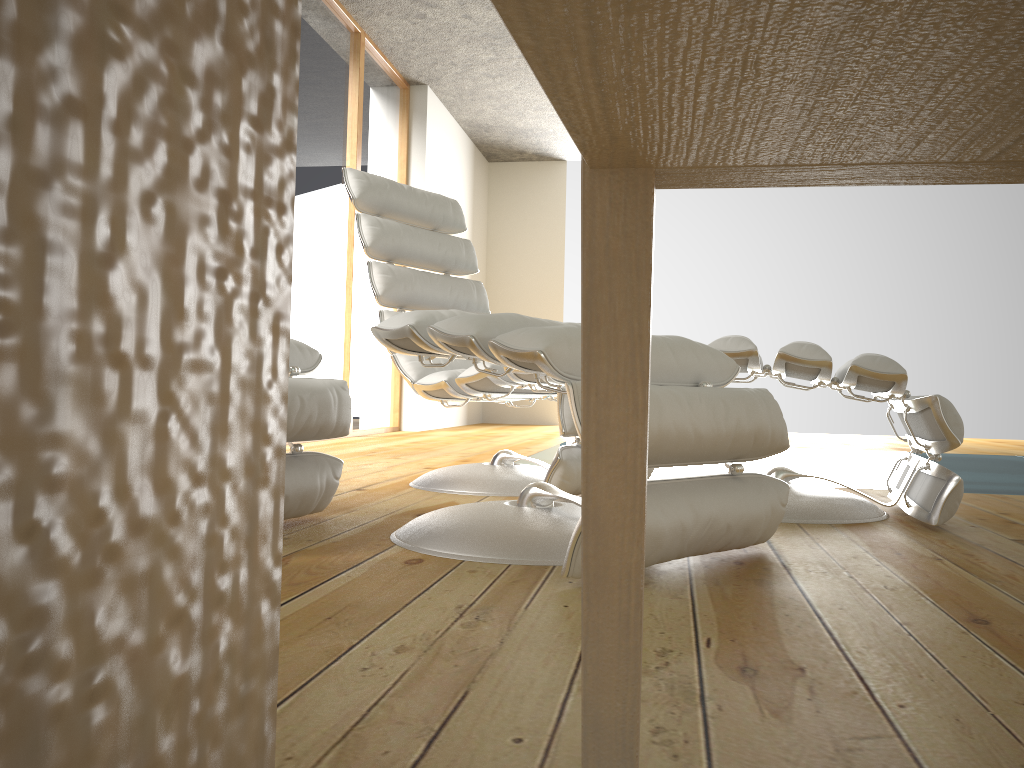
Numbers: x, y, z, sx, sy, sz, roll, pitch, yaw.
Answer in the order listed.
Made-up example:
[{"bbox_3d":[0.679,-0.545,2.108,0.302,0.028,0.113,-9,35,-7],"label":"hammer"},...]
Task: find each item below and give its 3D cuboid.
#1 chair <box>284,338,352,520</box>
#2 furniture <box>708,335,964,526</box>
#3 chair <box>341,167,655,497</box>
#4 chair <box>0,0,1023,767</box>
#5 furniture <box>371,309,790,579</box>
[{"bbox_3d":[-0.838,-0.206,1.826,0.914,0.970,0.569,1,-2,20],"label":"chair"},{"bbox_3d":[0.749,0.103,2.285,0.686,0.440,0.569,1,-1,17],"label":"furniture"},{"bbox_3d":[-0.041,-0.176,2.715,0.914,0.970,0.569,0,-2,35],"label":"chair"},{"bbox_3d":[0.186,-0.222,0.256,0.404,1.018,0.505,1,-2,10],"label":"chair"},{"bbox_3d":[0.093,0.080,1.682,0.569,0.440,0.686,3,-2,-44],"label":"furniture"}]
